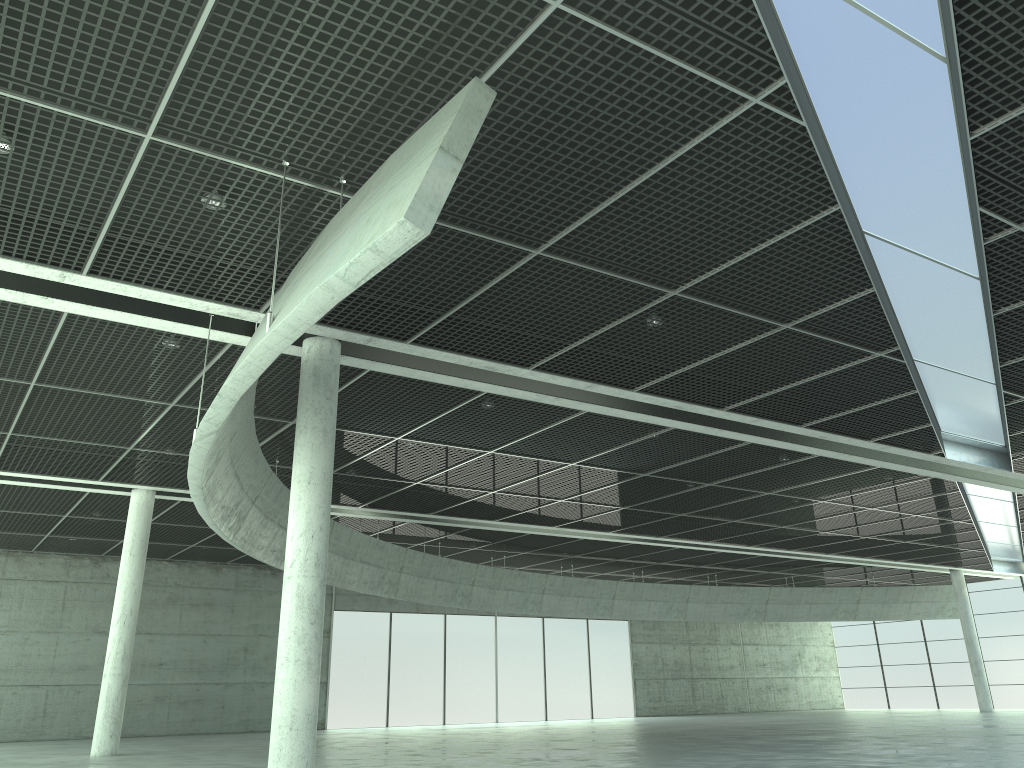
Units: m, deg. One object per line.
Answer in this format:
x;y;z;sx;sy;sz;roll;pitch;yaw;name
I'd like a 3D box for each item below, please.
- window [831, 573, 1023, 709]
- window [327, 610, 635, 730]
25.844;11.591;46.010;100.705;16.079;99.657;12;-25;-31;window
-1.485;29.757;83.512;33.501;10.661;0.159;13;-25;-31;window
